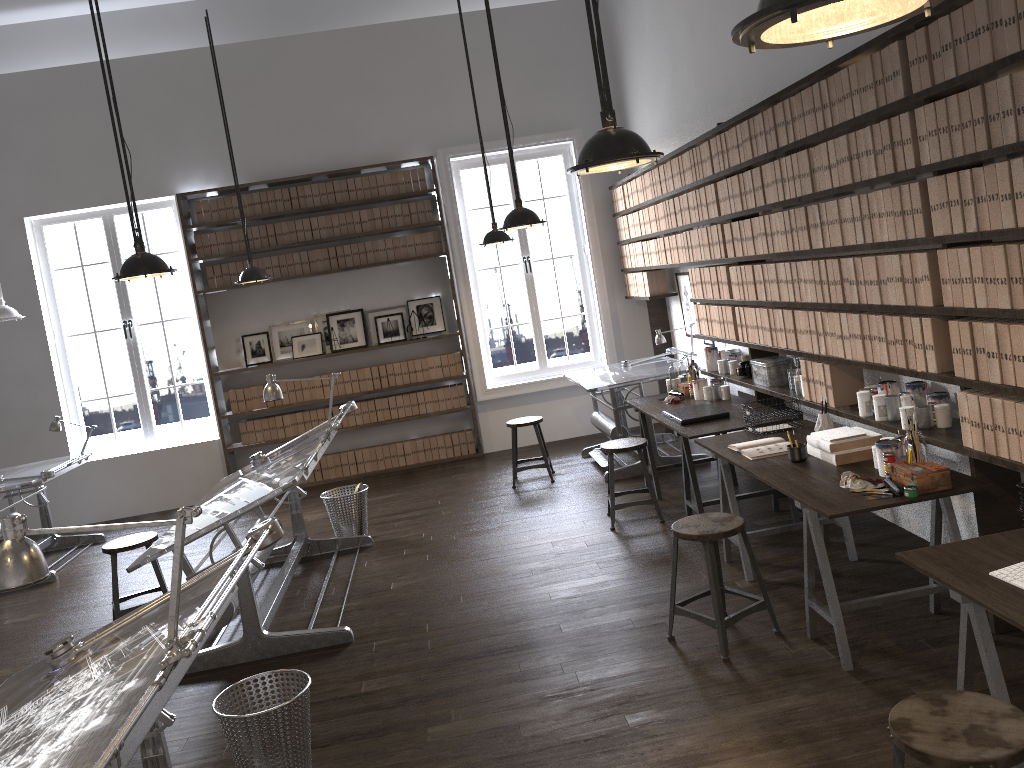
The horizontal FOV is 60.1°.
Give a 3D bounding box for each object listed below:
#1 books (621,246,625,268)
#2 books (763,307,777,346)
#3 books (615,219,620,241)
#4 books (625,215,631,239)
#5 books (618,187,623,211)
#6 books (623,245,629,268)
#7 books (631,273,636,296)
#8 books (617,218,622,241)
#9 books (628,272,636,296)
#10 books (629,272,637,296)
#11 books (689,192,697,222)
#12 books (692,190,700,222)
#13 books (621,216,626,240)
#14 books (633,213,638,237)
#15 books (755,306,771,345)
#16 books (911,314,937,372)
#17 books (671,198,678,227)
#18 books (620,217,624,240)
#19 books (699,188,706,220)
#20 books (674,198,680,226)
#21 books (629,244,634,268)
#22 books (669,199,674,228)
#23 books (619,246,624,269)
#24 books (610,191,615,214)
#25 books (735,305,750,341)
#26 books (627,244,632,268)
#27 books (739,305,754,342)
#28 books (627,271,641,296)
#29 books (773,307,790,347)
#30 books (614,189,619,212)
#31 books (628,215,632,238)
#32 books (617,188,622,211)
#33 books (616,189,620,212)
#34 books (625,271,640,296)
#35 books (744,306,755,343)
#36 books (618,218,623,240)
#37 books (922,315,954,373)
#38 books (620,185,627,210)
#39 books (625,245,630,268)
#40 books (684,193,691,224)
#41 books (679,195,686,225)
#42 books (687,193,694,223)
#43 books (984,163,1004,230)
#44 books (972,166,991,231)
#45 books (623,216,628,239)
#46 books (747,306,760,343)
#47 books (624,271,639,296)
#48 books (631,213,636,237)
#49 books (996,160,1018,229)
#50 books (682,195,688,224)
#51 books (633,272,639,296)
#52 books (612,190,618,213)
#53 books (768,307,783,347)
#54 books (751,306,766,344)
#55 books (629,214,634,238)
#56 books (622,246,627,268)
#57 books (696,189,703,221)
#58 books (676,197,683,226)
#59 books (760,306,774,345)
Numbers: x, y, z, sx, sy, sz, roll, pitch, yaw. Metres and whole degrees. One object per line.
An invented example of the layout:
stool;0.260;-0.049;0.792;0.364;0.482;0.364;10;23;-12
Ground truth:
books;1.180;-1.266;8.751;0.174;0.225;0.067;-10;4;-5
books;1.600;-0.349;5.258;0.174;0.225;0.067;-10;4;-5
books;1.131;-1.539;8.780;0.174;0.225;0.067;-10;4;-5
books;1.171;-1.496;8.372;0.174;0.225;0.067;-10;4;-5
books;1.117;-1.774;8.418;0.174;0.225;0.067;-10;4;-5
books;1.190;-1.250;8.610;0.174;0.225;0.067;-10;4;-5
books;1.246;-0.962;8.484;0.174;0.225;0.067;-10;4;-5
books;1.134;-1.531;8.710;0.174;0.225;0.067;-10;4;-5
books;1.237;-0.977;8.619;0.174;0.225;0.067;-10;4;-5
books;1.239;-0.970;8.556;0.174;0.225;0.067;-10;4;-5
books;1.369;-1.267;6.292;0.174;0.225;0.067;-10;4;-5
books;1.374;-1.259;6.220;0.174;0.225;0.067;-10;4;-5
books;1.152;-1.510;8.509;0.174;0.225;0.067;-10;4;-5
books;1.203;-1.453;8.032;0.174;0.225;0.067;-10;4;-5
books;1.591;-0.363;5.387;0.174;0.225;0.067;-10;4;-5
books;1.756;-0.177;3.648;0.174;0.225;0.067;-10;4;-5
books;1.321;-1.318;6.774;0.174;0.225;0.067;-10;4;-5
books;1.151;-1.518;8.576;0.174;0.225;0.067;-10;4;-5
books;1.393;-1.245;6.081;0.174;0.225;0.067;-10;4;-5
books;1.333;-1.311;6.700;0.174;0.225;0.067;-10;4;-5
books;1.215;-1.227;8.392;0.174;0.225;0.067;-10;4;-5
books;1.319;-1.327;6.848;0.174;0.225;0.067;-10;4;-5
books;1.168;-1.272;8.818;0.174;0.225;0.067;-10;4;-5
books;1.081;-1.811;8.770;0.174;0.225;0.067;-10;4;-5
books;1.553;-0.400;5.739;0.174;0.225;0.067;-10;4;-5
books;1.203;-1.234;8.465;0.174;0.225;0.067;-10;4;-5
books;1.564;-0.393;5.667;0.174;0.225;0.067;-10;4;-5
books;1.233;-0.985;8.684;0.174;0.225;0.067;-10;4;-5
books;1.619;-0.335;5.120;0.174;0.225;0.067;-10;4;-5
books;1.098;-1.797;8.627;0.174;0.225;0.067;-10;4;-5
books;1.182;-1.475;8.238;0.174;0.225;0.067;-10;4;-5
books;1.114;-1.782;8.488;0.174;0.225;0.067;-10;4;-5
books;1.109;-1.790;8.558;0.174;0.225;0.067;-10;4;-5
books;1.220;-0.992;8.757;0.174;0.225;0.067;-10;4;-5
books;1.574;-0.386;5.598;0.174;0.225;0.067;-10;4;-5
books;1.143;-1.524;8.638;0.174;0.225;0.067;-10;4;-5
books;1.765;-0.168;3.570;0.174;0.225;0.067;-10;4;-5
books;1.125;-1.767;8.346;0.174;0.225;0.067;-10;4;-5
books;1.201;-1.243;8.540;0.174;0.225;0.067;-10;4;-5
books;1.354;-1.280;6.421;0.174;0.225;0.067;-10;4;-5
books;1.346;-1.296;6.559;0.174;0.225;0.067;-10;4;-5
books;1.365;-1.274;6.355;0.174;0.225;0.067;-10;4;-5
books;1.728;-0.652;3.031;0.174;0.225;0.067;-10;4;-5
books;1.724;-0.660;3.100;0.174;0.225;0.067;-10;4;-5
books;1.165;-1.503;8.443;0.174;0.225;0.067;-10;4;-5
books;1.579;-0.379;5.529;0.174;0.225;0.067;-10;4;-5
books;1.219;-1.001;8.832;0.174;0.225;0.067;-10;4;-5
books;1.193;-1.459;8.094;0.174;0.225;0.067;-10;4;-5
books;1.731;-0.644;2.961;0.174;0.225;0.067;-10;4;-5
books;1.353;-1.288;6.488;0.174;0.225;0.067;-10;4;-5
books;1.256;-0.955;8.412;0.174;0.225;0.067;-10;4;-5
books;1.088;-1.804;8.698;0.174;0.225;0.067;-10;4;-5
books;1.612;-0.343;5.191;0.174;0.225;0.067;-10;4;-5
books;1.582;-0.371;5.459;0.174;0.225;0.067;-10;4;-5
books;1.186;-1.467;8.166;0.174;0.225;0.067;-10;4;-5
books;1.187;-1.258;8.681;0.174;0.225;0.067;-10;4;-5
books;1.385;-1.252;6.151;0.174;0.225;0.067;-10;4;-5
books;1.336;-1.303;6.629;0.174;0.225;0.067;-10;4;-5
books;1.598;-0.357;5.324;0.174;0.225;0.067;-10;4;-5
